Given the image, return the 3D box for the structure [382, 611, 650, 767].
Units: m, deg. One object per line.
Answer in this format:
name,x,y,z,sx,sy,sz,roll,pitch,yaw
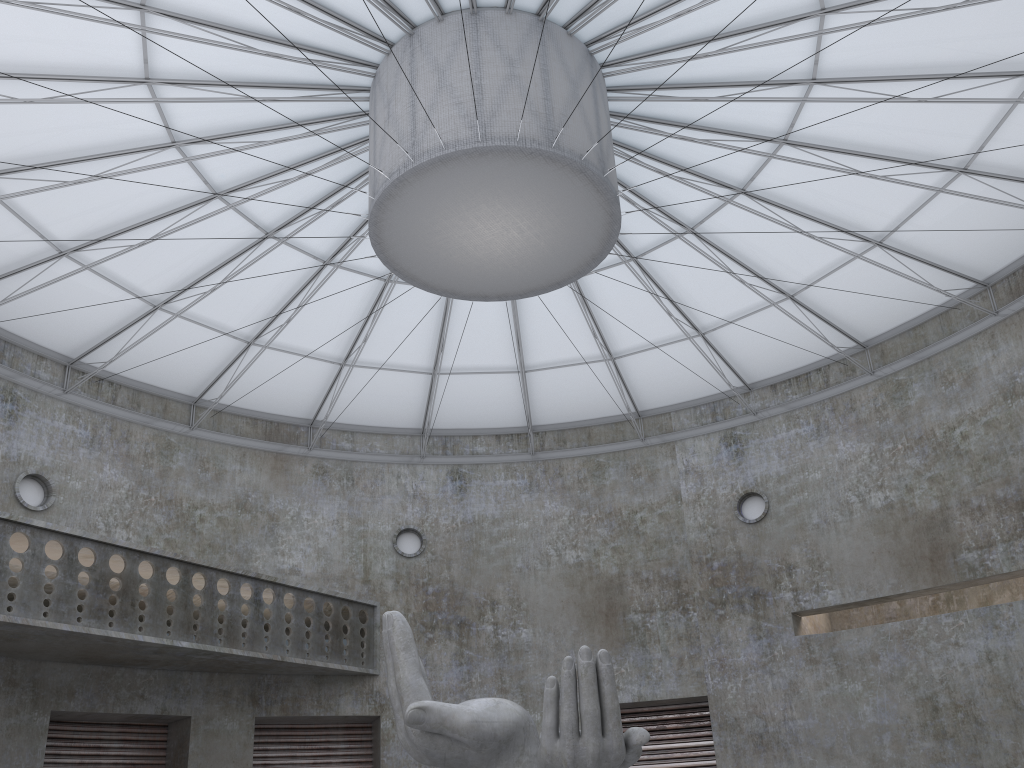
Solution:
structure,2.105,6.795,17.827,10.716,5.602,15.938,1,-26,-10
